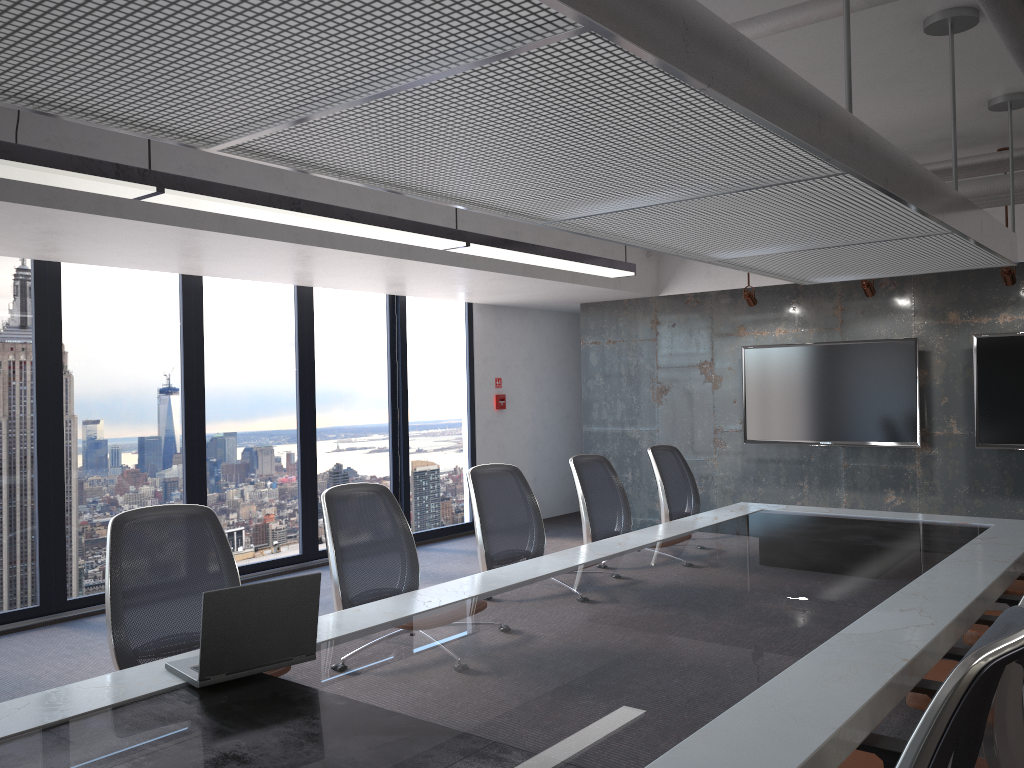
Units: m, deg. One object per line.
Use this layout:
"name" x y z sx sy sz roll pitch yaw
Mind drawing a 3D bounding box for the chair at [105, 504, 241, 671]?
"chair" -1.061 1.034 3.089 0.828 1.166 0.789 -1 0 13

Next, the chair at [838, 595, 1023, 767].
"chair" 1.158 0.979 2.436 0.828 1.166 0.789 -1 0 2

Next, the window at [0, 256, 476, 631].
"window" -3.300 0.339 6.309 0.121 2.670 9.225 -2 -1 38

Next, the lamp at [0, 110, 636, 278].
"lamp" 0.567 -1.322 3.434 4.126 0.908 6.097 -2 -1 38

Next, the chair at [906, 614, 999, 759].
"chair" 1.744 0.972 3.181 0.828 1.166 0.789 -1 0 2

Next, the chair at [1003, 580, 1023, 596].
"chair" 2.915 0.958 4.671 0.828 1.166 0.789 -1 0 2

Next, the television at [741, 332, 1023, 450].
"television" 3.729 0.067 7.597 3.667 0.960 0.101 -2 -1 38

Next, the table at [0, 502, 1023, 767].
"table" 0.670 1.203 3.488 1.898 0.745 5.498 -2 -1 38

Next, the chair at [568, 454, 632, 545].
"chair" 0.751 1.011 5.284 0.828 1.166 0.789 -1 0 2

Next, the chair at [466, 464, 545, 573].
"chair" 0.158 1.019 4.674 0.828 1.166 0.789 -1 0 8

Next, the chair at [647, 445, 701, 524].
"chair" 1.337 1.004 6.029 0.828 1.166 0.789 -1 0 2

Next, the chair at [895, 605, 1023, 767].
"chair" 0.572 0.986 1.691 0.828 1.166 0.789 -1 0 2

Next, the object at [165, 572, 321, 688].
"object" -0.814 0.716 2.687 0.366 0.277 0.308 -1 -1 -42

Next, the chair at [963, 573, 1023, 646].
"chair" 2.329 0.965 3.926 0.828 1.166 0.789 -1 0 2

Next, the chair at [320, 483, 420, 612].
"chair" -0.421 1.025 3.794 0.828 1.166 0.789 -1 0 2
